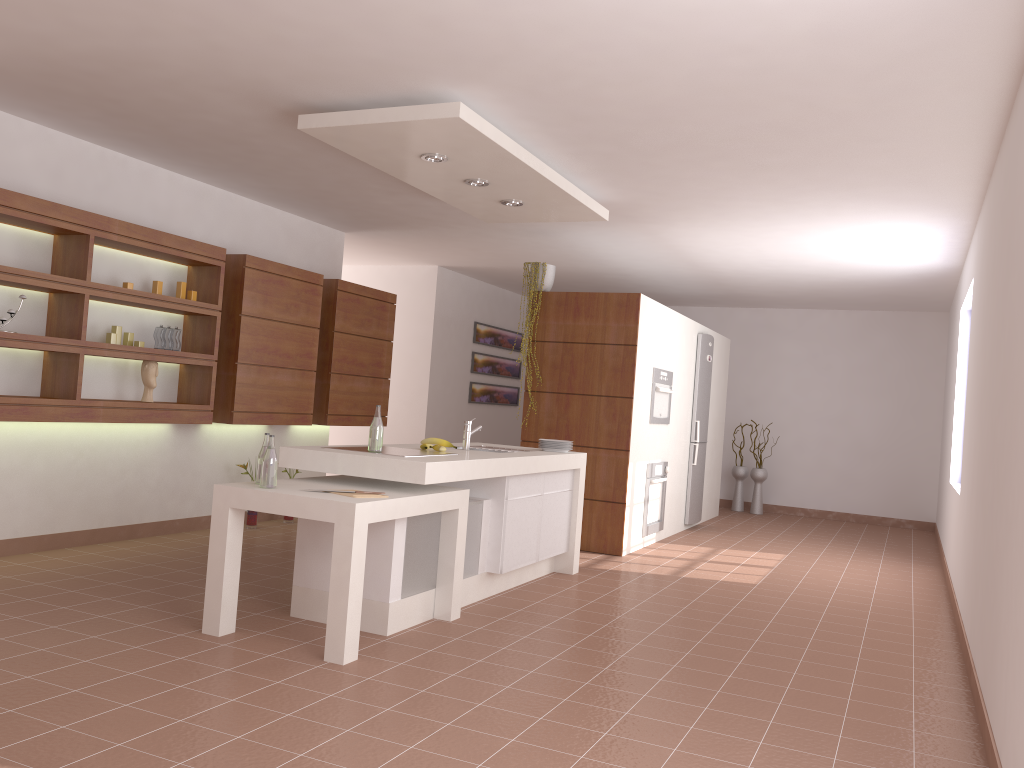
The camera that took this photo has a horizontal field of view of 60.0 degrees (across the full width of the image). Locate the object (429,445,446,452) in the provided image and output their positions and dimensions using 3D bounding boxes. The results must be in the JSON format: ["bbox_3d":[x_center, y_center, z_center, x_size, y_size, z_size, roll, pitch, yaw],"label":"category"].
[{"bbox_3d":[-0.399,0.354,4.873,0.060,0.033,0.207,5,-1,-21],"label":"object"}]

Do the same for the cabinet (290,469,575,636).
[{"bbox_3d":[-0.366,0.828,5.057,0.737,0.700,2.048,4,-1,24],"label":"cabinet"}]

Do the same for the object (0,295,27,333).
[{"bbox_3d":[-2.729,-0.388,4.789,0.190,0.227,0.136,5,-2,-34],"label":"object"}]

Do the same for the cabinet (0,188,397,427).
[{"bbox_3d":[-2.399,-0.355,6.046,0.754,1.200,4.718,4,-1,24],"label":"cabinet"}]

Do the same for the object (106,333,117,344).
[{"bbox_3d":[-2.442,-0.274,5.405,0.044,0.070,0.044,4,-1,24],"label":"object"}]

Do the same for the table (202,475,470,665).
[{"bbox_3d":[-0.777,0.804,4.148,0.737,0.647,1.003,4,-1,24],"label":"table"}]

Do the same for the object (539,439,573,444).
[{"bbox_3d":[0.289,0.381,5.833,0.228,0.020,0.228,4,-1,6],"label":"object"}]

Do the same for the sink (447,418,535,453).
[{"bbox_3d":[-0.142,0.398,5.504,0.404,0.368,0.668,4,-1,24],"label":"sink"}]

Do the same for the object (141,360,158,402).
[{"bbox_3d":[-2.335,-0.026,5.697,0.100,0.284,0.100,5,-2,-35],"label":"object"}]

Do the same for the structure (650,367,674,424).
[{"bbox_3d":[1.280,0.109,7.448,0.056,0.454,0.614,4,-1,24],"label":"structure"}]

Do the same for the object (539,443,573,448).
[{"bbox_3d":[0.286,0.412,5.832,0.228,0.020,0.228,4,-1,6],"label":"object"}]

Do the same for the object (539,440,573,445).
[{"bbox_3d":[0.288,0.391,5.833,0.228,0.020,0.228,4,-1,6],"label":"object"}]

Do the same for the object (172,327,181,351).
[{"bbox_3d":[-2.226,-0.296,5.856,0.054,0.165,0.065,3,-2,40],"label":"object"}]

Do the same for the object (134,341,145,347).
[{"bbox_3d":[-2.349,-0.248,5.589,0.044,0.040,0.044,4,-1,24],"label":"object"}]

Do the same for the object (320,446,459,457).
[{"bbox_3d":[-0.620,0.345,4.563,0.493,0.006,0.551,4,-1,24],"label":"object"}]

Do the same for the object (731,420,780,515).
[{"bbox_3d":[2.912,0.987,10.559,0.655,1.112,0.284,3,-2,44],"label":"object"}]

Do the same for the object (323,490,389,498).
[{"bbox_3d":[-0.684,0.478,3.867,0.266,0.006,0.168,3,-2,41],"label":"object"}]

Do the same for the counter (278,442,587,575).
[{"bbox_3d":[-0.343,0.781,5.111,0.821,0.800,2.156,4,-1,24],"label":"counter"}]

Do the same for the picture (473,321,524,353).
[{"bbox_3d":[-0.150,-0.566,10.931,0.015,0.248,1.408,4,-1,24],"label":"picture"}]

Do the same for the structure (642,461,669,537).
[{"bbox_3d":[1.213,0.955,7.434,0.058,0.592,0.596,4,-1,25],"label":"structure"}]

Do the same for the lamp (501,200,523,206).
[{"bbox_3d":[0.002,-1.163,5.612,0.143,0.059,0.143,5,-2,-37],"label":"lamp"}]

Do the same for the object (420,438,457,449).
[{"bbox_3d":[-0.405,0.326,4.902,0.207,0.055,0.047,4,-1,1],"label":"object"}]

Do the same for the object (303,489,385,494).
[{"bbox_3d":[-0.740,0.467,3.864,0.375,0.008,0.041,4,-1,-9],"label":"object"}]

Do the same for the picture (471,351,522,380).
[{"bbox_3d":[-0.176,-0.217,10.923,0.015,0.248,1.408,4,-1,24],"label":"picture"}]

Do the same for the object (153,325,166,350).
[{"bbox_3d":[-2.293,-0.303,5.776,0.054,0.165,0.065,3,-2,40],"label":"object"}]

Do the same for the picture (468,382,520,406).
[{"bbox_3d":[-0.201,0.132,10.915,0.015,0.248,1.408,4,-1,24],"label":"picture"}]

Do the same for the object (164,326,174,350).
[{"bbox_3d":[-2.260,-0.299,5.816,0.054,0.165,0.065,3,-2,40],"label":"object"}]

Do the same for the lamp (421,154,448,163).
[{"bbox_3d":[-0.410,-1.214,4.697,0.143,0.059,0.143,4,-1,8],"label":"lamp"}]

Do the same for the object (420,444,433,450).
[{"bbox_3d":[-0.483,0.349,4.940,0.060,0.033,0.207,4,-1,4],"label":"object"}]

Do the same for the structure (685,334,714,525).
[{"bbox_3d":[1.878,0.441,8.788,0.089,1.862,0.604,4,-1,24],"label":"structure"}]

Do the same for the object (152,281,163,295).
[{"bbox_3d":[-2.248,-0.611,5.621,0.044,0.099,0.044,4,-1,24],"label":"object"}]

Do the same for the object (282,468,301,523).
[{"bbox_3d":[-1.786,0.846,7.153,0.087,0.546,0.296,4,-1,25],"label":"object"}]

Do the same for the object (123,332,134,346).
[{"bbox_3d":[-2.421,-0.279,5.596,0.044,0.090,0.044,4,-1,24],"label":"object"}]

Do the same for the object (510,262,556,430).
[{"bbox_3d":[0.158,-0.304,7.114,0.297,1.344,0.279,5,-1,-16],"label":"object"}]

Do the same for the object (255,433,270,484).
[{"bbox_3d":[-1.112,0.336,3.998,0.071,0.230,0.071,4,-1,6],"label":"object"}]

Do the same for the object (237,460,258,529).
[{"bbox_3d":[-1.967,0.824,6.746,0.087,0.546,0.296,3,-2,40],"label":"object"}]

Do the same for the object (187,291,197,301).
[{"bbox_3d":[-2.124,-0.581,5.882,0.044,0.070,0.044,4,-1,24],"label":"object"}]

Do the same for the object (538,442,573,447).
[{"bbox_3d":[0.287,0.401,5.832,0.228,0.020,0.228,4,-1,6],"label":"object"}]

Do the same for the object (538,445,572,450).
[{"bbox_3d":[0.286,0.422,5.832,0.228,0.020,0.228,4,-1,6],"label":"object"}]

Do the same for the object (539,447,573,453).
[{"bbox_3d":[0.285,0.432,5.832,0.228,0.020,0.228,4,-1,6],"label":"object"}]

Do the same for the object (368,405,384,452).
[{"bbox_3d":[-0.666,0.219,4.364,0.071,0.230,0.071,4,-1,6],"label":"object"}]

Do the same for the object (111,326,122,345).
[{"bbox_3d":[-2.445,-0.298,5.478,0.044,0.120,0.044,4,-1,24],"label":"object"}]

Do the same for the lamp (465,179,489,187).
[{"bbox_3d":[-0.203,-1.189,5.157,0.143,0.059,0.143,5,-2,-37],"label":"lamp"}]

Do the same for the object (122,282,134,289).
[{"bbox_3d":[-2.324,-0.597,5.368,0.044,0.049,0.044,4,-1,24],"label":"object"}]

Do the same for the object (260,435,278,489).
[{"bbox_3d":[-1.055,0.337,3.864,0.071,0.230,0.071,4,-1,6],"label":"object"}]

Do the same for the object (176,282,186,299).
[{"bbox_3d":[-2.179,-0.611,5.839,0.044,0.120,0.044,4,-1,24],"label":"object"}]
